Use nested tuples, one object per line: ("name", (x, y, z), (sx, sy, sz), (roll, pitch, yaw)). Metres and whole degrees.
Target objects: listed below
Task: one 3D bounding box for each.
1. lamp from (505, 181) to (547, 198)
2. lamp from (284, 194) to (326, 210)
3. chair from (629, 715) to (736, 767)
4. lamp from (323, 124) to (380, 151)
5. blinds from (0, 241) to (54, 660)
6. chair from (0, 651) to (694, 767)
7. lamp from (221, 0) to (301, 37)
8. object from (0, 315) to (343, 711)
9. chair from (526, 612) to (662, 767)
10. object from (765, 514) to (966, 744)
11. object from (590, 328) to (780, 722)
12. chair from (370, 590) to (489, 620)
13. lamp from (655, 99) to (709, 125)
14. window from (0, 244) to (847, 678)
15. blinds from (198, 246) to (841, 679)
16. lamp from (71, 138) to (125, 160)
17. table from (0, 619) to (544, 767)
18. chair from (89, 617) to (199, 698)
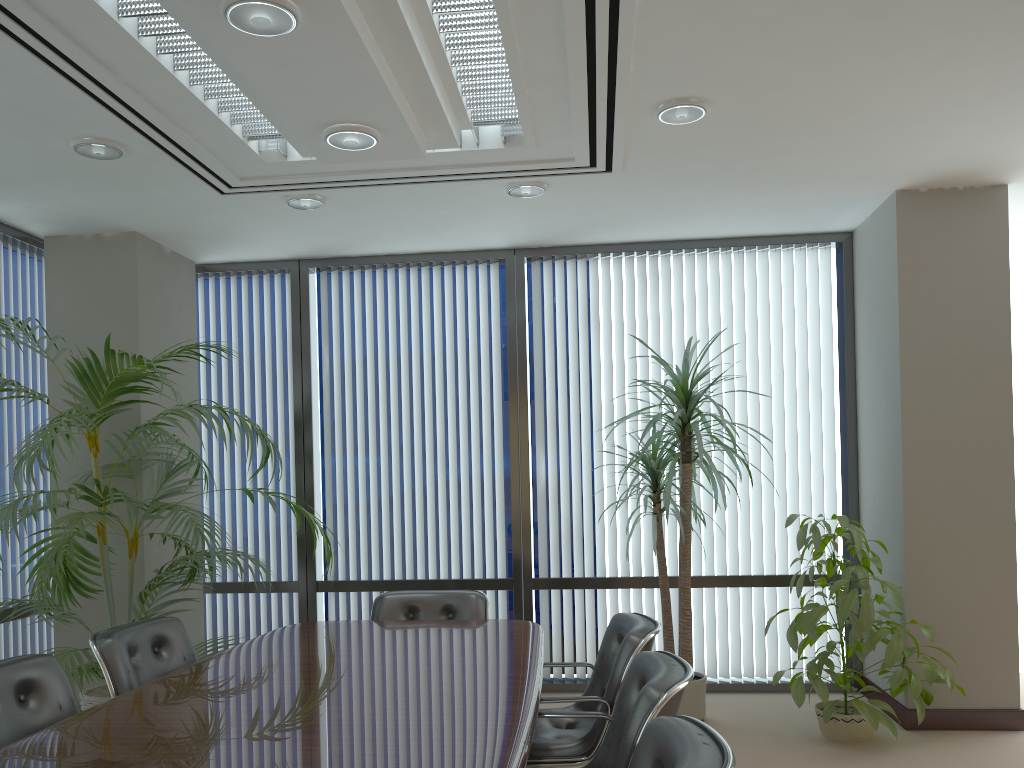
("lamp", (0.077, -1.047, 4.774), (0.225, 0.035, 0.226), (-1, -6, -5))
("lamp", (-1.147, -1.005, 4.894), (0.225, 0.035, 0.226), (-3, -6, 16))
("chair", (0.091, 1.264, 2.062), (0.852, 0.857, 0.761), (-2, -3, 6))
("lamp", (-0.640, -0.976, 3.515), (0.225, 0.035, 0.226), (-5, -7, 30))
("blinds", (-3.190, 0.430, 3.807), (0.032, 2.898, 4.917), (-1, -4, 5))
("chair", (-0.659, 1.380, 2.989), (2.527, 0.857, 0.761), (-2, -3, 5))
("lamp", (-0.732, -1.073, 2.574), (0.225, 0.035, 0.226), (-5, -7, 30))
("object", (-2.192, 0.785, 4.714), (2.091, 2.475, 2.170), (-3, -3, 26))
("chair", (0.214, 1.438, 3.731), (0.852, 0.857, 0.737), (-1, -3, 1))
("object", (1.902, 1.368, 4.862), (0.979, 1.311, 0.859), (0, -2, -24))
("object", (1.017, 0.858, 5.248), (1.016, 2.311, 1.034), (-1, -1, -19))
("chair", (-0.459, 1.544, 4.578), (0.759, 0.857, 0.855), (-2, -3, 6))
("lamp", (0.731, -1.166, 3.798), (0.225, 0.035, 0.226), (-5, -7, 30))
("window", (-1.731, 0.531, 5.031), (7.377, 2.906, 3.544), (3, -5, -39))
("blinds", (-0.277, 0.609, 6.172), (4.929, 2.907, 0.050), (-2, 0, 6))
("lamp", (-1.903, -1.075, 4.057), (0.225, 0.035, 0.226), (-5, -7, 30))
("table", (-0.685, 1.393, 2.593), (1.507, 0.747, 4.089), (-2, -6, 5))
("chair", (-1.367, 1.495, 3.910), (0.853, 0.857, 0.761), (-2, -3, 11))
